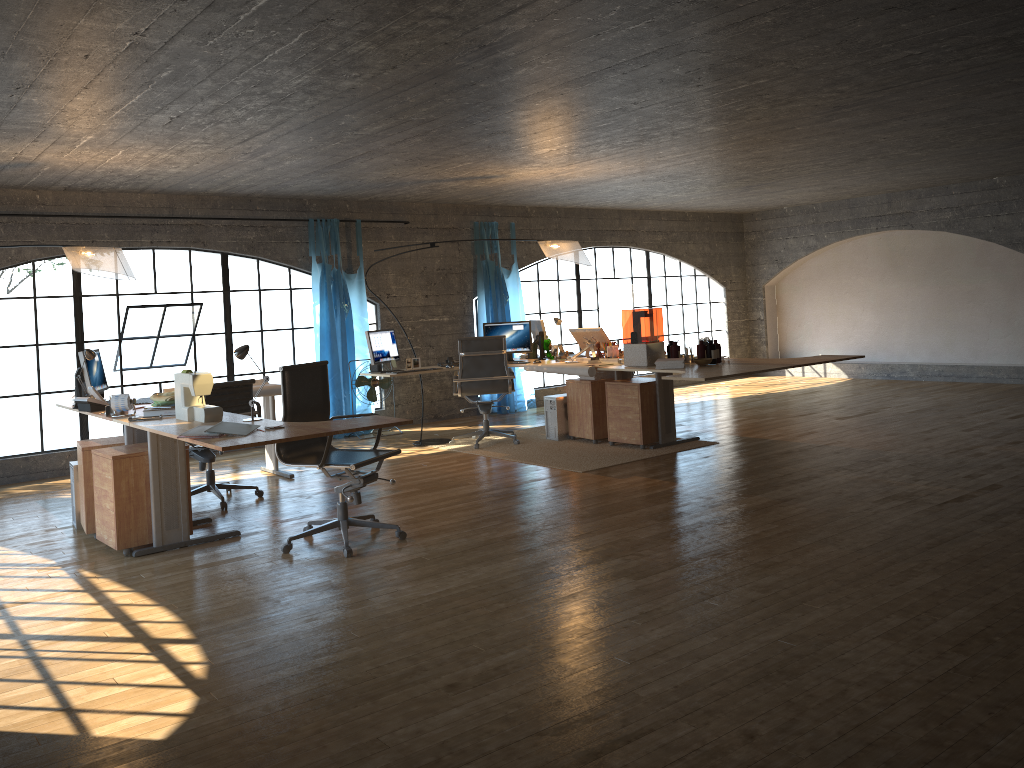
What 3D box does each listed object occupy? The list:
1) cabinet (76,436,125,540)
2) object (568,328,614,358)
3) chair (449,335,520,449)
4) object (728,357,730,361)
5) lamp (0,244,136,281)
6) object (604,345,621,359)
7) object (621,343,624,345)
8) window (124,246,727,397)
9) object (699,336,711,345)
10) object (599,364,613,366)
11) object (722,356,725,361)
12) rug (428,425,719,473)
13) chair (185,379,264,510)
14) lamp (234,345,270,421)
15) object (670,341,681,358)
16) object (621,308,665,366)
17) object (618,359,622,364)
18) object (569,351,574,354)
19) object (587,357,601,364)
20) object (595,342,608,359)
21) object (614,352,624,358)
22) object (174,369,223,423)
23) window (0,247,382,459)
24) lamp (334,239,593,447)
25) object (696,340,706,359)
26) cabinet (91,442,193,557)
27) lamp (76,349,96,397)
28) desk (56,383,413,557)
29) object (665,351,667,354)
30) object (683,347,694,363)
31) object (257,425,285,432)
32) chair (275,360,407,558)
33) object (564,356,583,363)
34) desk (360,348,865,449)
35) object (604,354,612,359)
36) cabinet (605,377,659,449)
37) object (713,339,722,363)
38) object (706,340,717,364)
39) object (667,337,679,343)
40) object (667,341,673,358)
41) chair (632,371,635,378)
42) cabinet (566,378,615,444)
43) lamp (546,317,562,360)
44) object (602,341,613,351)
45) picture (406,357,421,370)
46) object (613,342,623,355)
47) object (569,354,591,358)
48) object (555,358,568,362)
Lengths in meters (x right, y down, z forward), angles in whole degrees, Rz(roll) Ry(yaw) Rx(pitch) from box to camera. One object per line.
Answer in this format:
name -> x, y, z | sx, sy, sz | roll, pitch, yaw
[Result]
cabinet -> -2.461, 0.635, 5.577 | 0.473, 0.572, 0.425 | -4, 2, -30
object -> 0.742, -0.380, 8.271 | 0.395, 0.300, 0.287 | 0, 3, 43
chair -> -0.292, 0.056, 8.286 | 0.653, 1.015, 0.685 | -3, 1, -4
object -> 1.743, -0.201, 7.103 | 0.017, 0.037, 0.017 | -3, 0, 7
lamp -> -5.644, -0.014, 7.146 | 6.228, 1.935, 0.386 | -2, 0, 17
object -> 0.902, -0.276, 7.916 | 0.154, 0.135, 0.099 | -3, 1, -3
object -> 1.006, -0.289, 7.700 | 0.094, 0.189, 0.084 | -3, 0, -14
window -> -1.506, -0.581, 9.306 | 3.910, 1.849, 12.293 | -1, 5, 31
object -> 1.542, -0.272, 7.048 | 0.098, 0.214, 0.094 | -4, 1, -40
object -> 0.792, -0.162, 7.417 | 0.147, 0.007, 0.008 | -6, 4, -28
object -> 1.708, -0.206, 7.143 | 0.026, 0.044, 0.026 | -3, 1, 7
rug -> 0.480, 0.544, 7.970 | 1.606, 0.005, 2.200 | -7, 6, -38
chair -> -2.179, 0.415, 6.261 | 0.683, 0.859, 0.655 | -2, 2, 39
lamp -> -1.401, -0.009, 4.767 | 0.207, 0.409, 0.105 | -3, 0, 38
object -> 1.302, -0.247, 7.030 | 0.079, 0.187, 0.079 | -3, 0, -20
object -> 1.069, -0.383, 7.174 | 0.222, 0.458, 0.271 | -3, 1, 42
object -> 0.916, -0.193, 7.499 | 0.022, 0.042, 0.135 | -3, 5, 0
object -> 0.603, -0.323, 9.226 | 0.101, 0.034, 0.059 | -3, 4, -3
object -> 0.717, -0.209, 7.728 | 0.131, 0.055, 0.049 | -6, 3, -37
object -> 0.804, -0.297, 7.991 | 0.094, 0.177, 0.225 | -3, 3, -10
object -> 0.985, -0.272, 7.912 | 0.074, 0.120, 0.216 | -3, 4, -18
object -> -1.758, 0.058, 4.933 | 0.137, 0.284, 0.402 | -4, 3, -38
window -> -3.749, -0.225, 6.761 | 3.182, 1.867, 6.976 | -2, 5, 13
lamp -> -2.292, -0.334, 8.704 | 6.231, 1.936, 0.386 | -2, 0, 8
object -> 1.500, -0.252, 6.968 | 0.079, 0.187, 0.079 | -3, 0, -20
cabinet -> -2.160, 0.656, 5.154 | 0.428, 0.572, 0.425 | -4, 2, -40
lamp -> -2.895, -0.035, 5.987 | 0.105, 0.409, 0.208 | -3, 1, 20
desk -> -1.680, 0.503, 5.654 | 1.641, 0.738, 3.507 | -6, 6, -36
object -> 1.240, -0.283, 7.560 | 0.130, 0.176, 0.198 | -3, 3, -14
object -> 1.443, -0.240, 7.208 | 0.134, 0.129, 0.039 | -5, 1, -42
object -> -1.166, 0.215, 4.337 | 0.142, 0.013, 0.127 | -7, 6, -34
chair -> -0.964, 0.381, 5.019 | 0.683, 1.015, 0.655 | -3, 1, 22
object -> 0.551, -0.219, 7.905 | 0.159, 0.064, 0.054 | -2, 2, 19
desk -> 0.974, 0.176, 7.719 | 3.271, 0.737, 3.468 | -7, 6, -38
object -> 0.878, -0.259, 8.028 | 0.077, 0.082, 0.077 | -4, 2, -19
cabinet -> 1.112, 0.252, 7.708 | 0.428, 0.572, 0.426 | -4, 2, -40
object -> 1.616, -0.261, 6.991 | 0.080, 0.187, 0.079 | -3, 0, -30
object -> 1.559, -0.250, 6.910 | 0.080, 0.187, 0.079 | -3, 0, -30
object -> 1.355, -0.338, 7.334 | 0.076, 0.102, 0.152 | -3, 3, -8
object -> 1.293, -0.255, 7.129 | 0.080, 0.187, 0.079 | -3, 0, -30
chair -> 0.966, 0.022, 8.769 | 0.684, 0.859, 0.655 | -3, 2, 9
cabinet -> 0.811, 0.231, 8.130 | 0.474, 0.572, 0.425 | -4, 2, -30
lamp -> 0.407, -0.438, 8.511 | 0.105, 0.409, 0.207 | -3, 1, -26
object -> 0.876, -0.306, 8.023 | 0.100, 0.176, 0.105 | -2, 1, 39
picture -> -0.932, -0.191, 8.273 | 0.159, 0.105, 0.032 | -6, 2, -37
object -> 0.971, -0.319, 8.152 | 0.105, 0.143, 0.104 | -2, 2, 26
object -> 0.626, -0.283, 8.881 | 0.187, 0.011, 0.491 | -4, 5, -13
object -> 0.475, -0.220, 8.193 | 0.109, 0.022, 0.138 | -5, 5, -18
